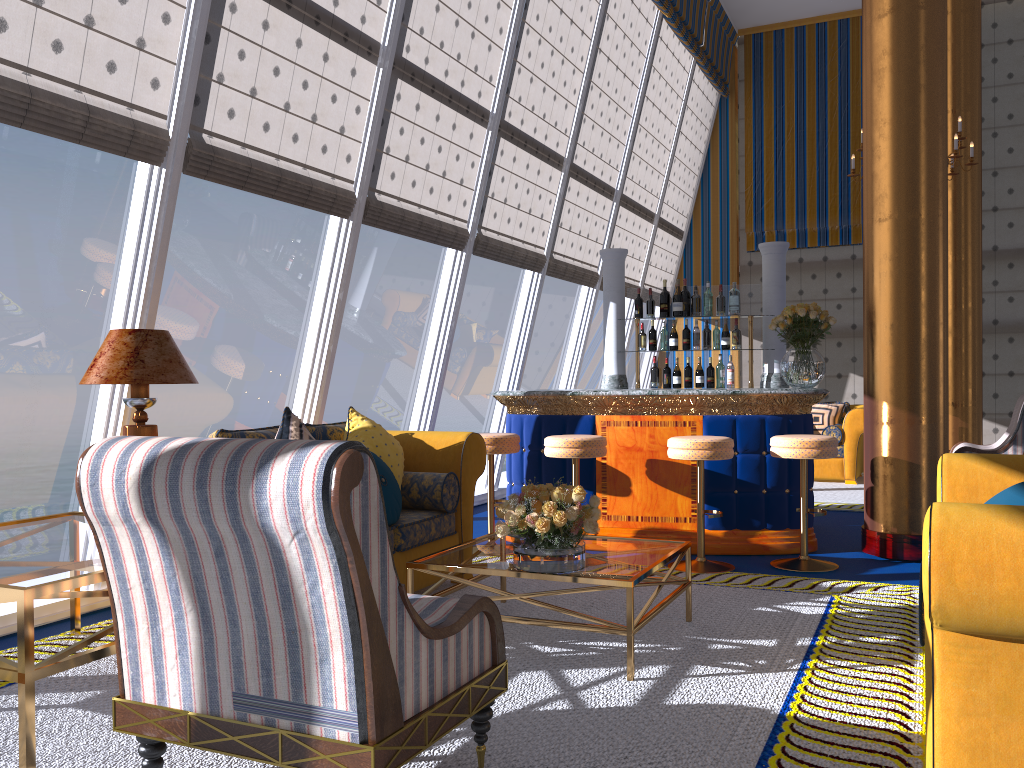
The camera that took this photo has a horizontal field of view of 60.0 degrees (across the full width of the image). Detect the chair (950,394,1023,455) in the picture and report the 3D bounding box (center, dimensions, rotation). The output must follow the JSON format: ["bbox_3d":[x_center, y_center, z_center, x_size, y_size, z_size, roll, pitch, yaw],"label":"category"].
[{"bbox_3d":[4.376,0.573,8.029,0.778,0.967,0.800,0,0,25],"label":"chair"}]

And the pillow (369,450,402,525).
[{"bbox_3d":[-0.717,0.507,4.363,0.316,0.404,0.478,0,0,38],"label":"pillow"}]

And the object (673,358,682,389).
[{"bbox_3d":[1.300,-0.086,6.985,0.068,0.244,0.069,0,1,6],"label":"object"}]

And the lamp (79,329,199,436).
[{"bbox_3d":[-1.505,0.175,3.597,0.441,0.783,0.451,0,1,40],"label":"lamp"}]

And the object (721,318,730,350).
[{"bbox_3d":[1.656,-0.387,6.875,0.068,0.244,0.069,0,1,6],"label":"object"}]

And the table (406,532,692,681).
[{"bbox_3d":[0.197,0.917,3.886,0.967,0.369,0.914,0,0,25],"label":"table"}]

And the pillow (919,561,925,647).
[{"bbox_3d":[1.218,0.564,2.208,0.369,0.219,0.217,0,0,29],"label":"pillow"}]

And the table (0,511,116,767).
[{"bbox_3d":[-1.643,0.841,3.199,1.228,0.550,1.160,0,0,25],"label":"table"}]

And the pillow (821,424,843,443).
[{"bbox_3d":[3.535,0.553,9.716,0.213,0.219,0.376,0,0,30],"label":"pillow"}]

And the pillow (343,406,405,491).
[{"bbox_3d":[-0.733,0.411,4.727,0.326,0.583,0.582,0,0,45],"label":"pillow"}]

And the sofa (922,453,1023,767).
[{"bbox_3d":[1.738,0.670,2.520,1.003,0.854,1.863,0,0,26],"label":"sofa"}]

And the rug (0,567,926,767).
[{"bbox_3d":[-0.708,1.109,2.609,3.563,0.010,6.306,-1,0,25],"label":"rug"}]

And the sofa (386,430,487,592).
[{"bbox_3d":[-0.974,0.683,4.505,0.993,0.854,1.860,0,0,25],"label":"sofa"}]

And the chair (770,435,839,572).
[{"bbox_3d":[1.756,0.700,5.336,0.399,0.782,0.397,-1,0,-5],"label":"chair"}]

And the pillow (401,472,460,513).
[{"bbox_3d":[-0.490,0.582,4.826,0.370,0.219,0.216,0,0,24],"label":"pillow"}]

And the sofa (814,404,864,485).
[{"bbox_3d":[3.236,0.666,10.230,1.832,0.854,1.020,0,0,26],"label":"sofa"}]

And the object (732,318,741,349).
[{"bbox_3d":[1.731,-0.388,6.845,0.072,0.244,0.071,-1,1,-45],"label":"object"}]

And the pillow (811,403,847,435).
[{"bbox_3d":[3.499,0.434,10.030,0.517,0.456,0.330,0,0,24],"label":"pillow"}]

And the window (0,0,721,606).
[{"bbox_3d":[-0.877,-1.816,5.574,1.606,5.856,15.588,0,0,25],"label":"window"}]

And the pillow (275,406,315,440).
[{"bbox_3d":[-0.966,0.416,4.232,0.278,0.619,0.696,0,0,23],"label":"pillow"}]

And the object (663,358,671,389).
[{"bbox_3d":[1.226,-0.086,7.016,0.065,0.244,0.066,0,1,28],"label":"object"}]

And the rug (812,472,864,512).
[{"bbox_3d":[3.752,1.079,9.164,6.207,0.011,3.622,-1,0,24],"label":"rug"}]

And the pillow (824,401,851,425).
[{"bbox_3d":[3.577,0.491,10.216,0.608,0.610,0.342,0,0,30],"label":"pillow"}]

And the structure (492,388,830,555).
[{"bbox_3d":[0.974,0.571,6.101,2.300,1.065,0.773,0,0,13],"label":"structure"}]

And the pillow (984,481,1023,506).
[{"bbox_3d":[1.510,0.465,2.672,0.393,0.367,0.457,-1,0,-15],"label":"pillow"}]

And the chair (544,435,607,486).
[{"bbox_3d":[0.398,0.712,5.536,0.402,0.782,0.395,-1,0,-27],"label":"chair"}]

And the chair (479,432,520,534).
[{"bbox_3d":[-0.139,0.717,5.887,0.402,0.782,0.395,-1,0,-27],"label":"chair"}]

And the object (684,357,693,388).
[{"bbox_3d":[1.382,-0.091,6.952,0.065,0.244,0.065,0,1,6],"label":"object"}]

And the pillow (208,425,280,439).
[{"bbox_3d":[-1.218,0.472,4.273,0.244,0.549,0.612,0,0,22],"label":"pillow"}]

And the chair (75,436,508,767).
[{"bbox_3d":[-0.541,0.609,2.341,0.787,0.967,0.790,0,0,25],"label":"chair"}]

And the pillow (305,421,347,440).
[{"bbox_3d":[-0.959,0.471,4.826,0.244,0.546,0.615,0,0,22],"label":"pillow"}]

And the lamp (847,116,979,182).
[{"bbox_3d":[3.720,-3.029,8.275,1.059,2.422,1.060,0,0,2],"label":"lamp"}]

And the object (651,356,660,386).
[{"bbox_3d":[1.131,-0.102,7.019,0.071,0.242,0.071,0,1,6],"label":"object"}]

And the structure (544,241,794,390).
[{"bbox_3d":[1.268,0.004,7.147,2.299,2.196,0.773,0,0,15],"label":"structure"}]

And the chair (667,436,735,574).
[{"bbox_3d":[1.130,0.705,5.312,0.400,0.782,0.396,-1,0,-16],"label":"chair"}]
